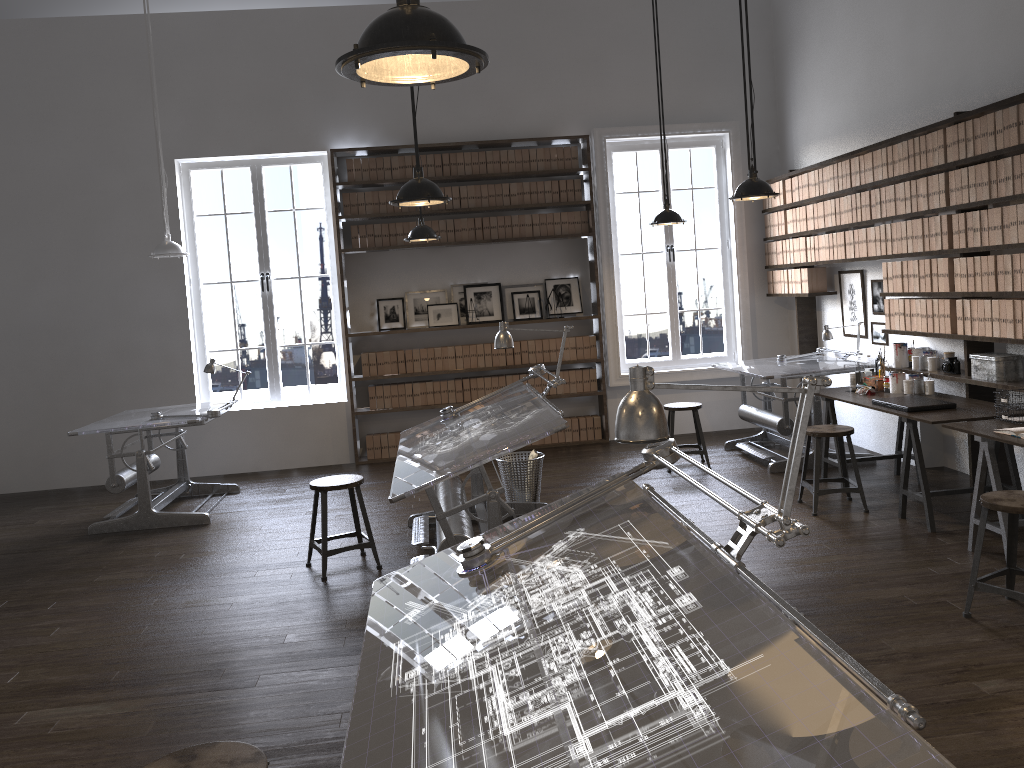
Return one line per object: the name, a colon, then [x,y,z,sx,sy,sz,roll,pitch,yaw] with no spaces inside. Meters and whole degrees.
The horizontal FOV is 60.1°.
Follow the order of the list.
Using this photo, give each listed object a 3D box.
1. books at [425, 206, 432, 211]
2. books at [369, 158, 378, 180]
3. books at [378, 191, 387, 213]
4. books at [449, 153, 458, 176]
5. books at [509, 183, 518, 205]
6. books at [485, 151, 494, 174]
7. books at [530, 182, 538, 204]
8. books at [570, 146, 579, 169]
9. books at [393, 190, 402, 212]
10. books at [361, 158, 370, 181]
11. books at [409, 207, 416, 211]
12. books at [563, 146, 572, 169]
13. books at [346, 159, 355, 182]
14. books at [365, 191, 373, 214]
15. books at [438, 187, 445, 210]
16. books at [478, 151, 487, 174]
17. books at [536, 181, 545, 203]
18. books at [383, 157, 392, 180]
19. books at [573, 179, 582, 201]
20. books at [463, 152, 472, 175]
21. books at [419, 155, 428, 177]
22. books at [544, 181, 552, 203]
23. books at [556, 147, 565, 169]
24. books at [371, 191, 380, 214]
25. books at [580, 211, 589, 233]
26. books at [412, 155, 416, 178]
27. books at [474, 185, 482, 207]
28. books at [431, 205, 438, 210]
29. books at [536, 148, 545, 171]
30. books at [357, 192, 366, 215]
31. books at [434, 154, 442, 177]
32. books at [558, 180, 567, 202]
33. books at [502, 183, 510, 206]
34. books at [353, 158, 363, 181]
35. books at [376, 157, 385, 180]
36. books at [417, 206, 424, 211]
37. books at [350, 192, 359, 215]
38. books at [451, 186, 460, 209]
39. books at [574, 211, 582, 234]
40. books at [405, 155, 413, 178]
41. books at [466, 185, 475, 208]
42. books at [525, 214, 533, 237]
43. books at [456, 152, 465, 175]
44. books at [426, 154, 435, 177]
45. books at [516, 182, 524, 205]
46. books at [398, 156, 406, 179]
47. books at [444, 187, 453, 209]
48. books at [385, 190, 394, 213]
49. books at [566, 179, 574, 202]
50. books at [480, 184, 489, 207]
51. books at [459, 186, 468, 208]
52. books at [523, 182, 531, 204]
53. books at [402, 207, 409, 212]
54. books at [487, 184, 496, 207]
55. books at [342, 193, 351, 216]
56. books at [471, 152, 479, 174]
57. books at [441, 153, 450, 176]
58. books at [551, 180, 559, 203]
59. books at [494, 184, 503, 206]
books: [-0.819,-1.778,8.591,0.067,0.225,0.175,-4,4,-5]
books: [-1.334,-2.054,8.529,0.067,0.225,0.175,-4,4,-5]
books: [-1.244,-1.742,8.545,0.067,0.225,0.175,-4,4,-5]
books: [-0.568,-2.116,8.600,0.067,0.225,0.175,-4,4,-5]
books: [0.008,-1.844,8.665,0.067,0.225,0.175,-4,4,-5]
books: [-0.218,-2.144,8.630,0.067,0.225,0.175,-4,4,-5]
books: [0.204,-1.860,8.686,0.067,0.225,0.175,-4,4,-5]
books: [0.605,-2.211,8.705,0.067,0.225,0.175,-4,4,-5]
books: [-1.107,-1.754,8.564,0.067,0.225,0.175,-4,4,-5]
books: [-1.403,-2.048,8.518,0.067,0.225,0.175,-4,4,-5]
books: [-0.967,-1.766,8.577,0.067,0.225,0.175,-4,4,-5]
books: [0.535,-2.206,8.703,0.067,0.225,0.175,-4,4,-5]
books: [-1.547,-2.036,8.501,0.067,0.225,0.175,-4,4,-5]
books: [-1.373,-1.732,8.536,0.067,0.225,0.175,-4,4,-5]
books: [-0.690,-1.787,8.596,0.067,0.225,0.175,-4,4,-5]
books: [-0.292,-2.138,8.624,0.067,0.225,0.175,-4,4,-5]
books: [0.274,-1.866,8.693,0.067,0.225,0.175,-4,4,-5]
books: [-1.195,-2.065,8.536,0.067,0.225,0.175,-4,4,-5]
books: [0.638,-1.896,8.725,0.067,0.225,0.175,-4,4,-5]
books: [-0.431,-2.127,8.609,0.067,0.225,0.175,-4,4,-5]
books: [-0.857,-2.093,8.572,0.067,0.225,0.175,-4,4,-5]
books: [0.345,-1.871,8.695,0.067,0.225,0.175,-4,4,-5]
books: [0.464,-2.200,8.696,0.067,0.225,0.175,-4,4,-5]
books: [-1.311,-1.738,8.543,0.067,0.225,0.175,-4,4,-5]
books: [0.704,-1.589,8.747,0.067,0.225,0.175,-4,4,-5]
books: [-0.928,-2.087,8.566,0.067,0.225,0.175,-4,4,-5]
books: [-0.339,-1.816,8.634,0.067,0.225,0.175,-4,4,-5]
books: [-0.753,-1.783,8.595,0.067,0.225,0.175,-4,4,-5]
books: [0.269,-2.184,8.675,0.067,0.225,0.175,-4,4,-5]
books: [-1.445,-1.726,8.527,0.067,0.225,0.175,-4,4,-5]
books: [-0.716,-2.104,8.586,0.067,0.225,0.175,-4,4,-5]
books: [0.490,-1.883,8.708,0.067,0.225,0.175,-4,4,-5]
books: [-0.064,-1.838,8.657,0.067,0.225,0.175,-4,4,-5]
books: [-1.475,-2.042,8.508,0.067,0.225,0.175,-4,4,-5]
books: [-1.265,-2.060,8.533,0.067,0.225,0.175,-4,4,-5]
books: [-0.892,-1.771,8.579,0.067,0.225,0.175,-4,4,-5]
books: [-1.515,-1.721,8.525,0.067,0.225,0.175,-4,4,-5]
books: [-0.547,-1.799,8.613,0.067,0.225,0.175,-4,4,-5]
books: [0.635,-1.584,8.739,0.067,0.225,0.175,-4,4,-5]
books: [-0.994,-2.081,8.554,0.067,0.225,0.175,-4,4,-5]
books: [-0.401,-1.811,8.627,0.067,0.225,0.175,-4,4,-5]
books: [0.154,-1.544,8.693,0.067,0.225,0.175,-4,4,-5]
books: [-0.502,-2.121,8.599,0.067,0.225,0.175,-4,4,-5]
books: [-0.786,-2.098,8.575,0.067,0.225,0.175,-4,4,-5]
books: [0.070,-1.850,8.673,0.067,0.225,0.175,-4,4,-5]
books: [-1.061,-2.076,8.552,0.067,0.225,0.175,-4,4,-5]
books: [-0.618,-1.793,8.603,0.067,0.225,0.175,-4,4,-5]
books: [-1.178,-1.748,8.557,0.067,0.225,0.175,-4,4,-5]
books: [0.563,-1.890,8.721,0.067,0.225,0.175,-4,4,-5]
books: [-0.272,-1.821,8.636,0.067,0.225,0.175,-4,4,-5]
books: [-0.473,-1.805,8.618,0.067,0.225,0.175,-4,4,-5]
books: [0.137,-1.854,8.674,0.067,0.225,0.175,-4,4,-5]
books: [-1.037,-1.759,8.566,0.067,0.225,0.175,-4,4,-5]
books: [-0.203,-1.828,8.649,0.067,0.225,0.175,-4,4,-5]
books: [-1.585,-1.716,8.520,0.067,0.225,0.175,-4,4,-5]
books: [-0.362,-2.133,8.620,0.067,0.225,0.175,-4,4,-5]
books: [-0.641,-2.110,8.587,0.067,0.225,0.175,-4,4,-5]
books: [0.415,-1.878,8.707,0.067,0.225,0.175,-4,4,-5]
books: [-0.134,-1.833,8.654,0.067,0.225,0.175,-4,4,-5]
